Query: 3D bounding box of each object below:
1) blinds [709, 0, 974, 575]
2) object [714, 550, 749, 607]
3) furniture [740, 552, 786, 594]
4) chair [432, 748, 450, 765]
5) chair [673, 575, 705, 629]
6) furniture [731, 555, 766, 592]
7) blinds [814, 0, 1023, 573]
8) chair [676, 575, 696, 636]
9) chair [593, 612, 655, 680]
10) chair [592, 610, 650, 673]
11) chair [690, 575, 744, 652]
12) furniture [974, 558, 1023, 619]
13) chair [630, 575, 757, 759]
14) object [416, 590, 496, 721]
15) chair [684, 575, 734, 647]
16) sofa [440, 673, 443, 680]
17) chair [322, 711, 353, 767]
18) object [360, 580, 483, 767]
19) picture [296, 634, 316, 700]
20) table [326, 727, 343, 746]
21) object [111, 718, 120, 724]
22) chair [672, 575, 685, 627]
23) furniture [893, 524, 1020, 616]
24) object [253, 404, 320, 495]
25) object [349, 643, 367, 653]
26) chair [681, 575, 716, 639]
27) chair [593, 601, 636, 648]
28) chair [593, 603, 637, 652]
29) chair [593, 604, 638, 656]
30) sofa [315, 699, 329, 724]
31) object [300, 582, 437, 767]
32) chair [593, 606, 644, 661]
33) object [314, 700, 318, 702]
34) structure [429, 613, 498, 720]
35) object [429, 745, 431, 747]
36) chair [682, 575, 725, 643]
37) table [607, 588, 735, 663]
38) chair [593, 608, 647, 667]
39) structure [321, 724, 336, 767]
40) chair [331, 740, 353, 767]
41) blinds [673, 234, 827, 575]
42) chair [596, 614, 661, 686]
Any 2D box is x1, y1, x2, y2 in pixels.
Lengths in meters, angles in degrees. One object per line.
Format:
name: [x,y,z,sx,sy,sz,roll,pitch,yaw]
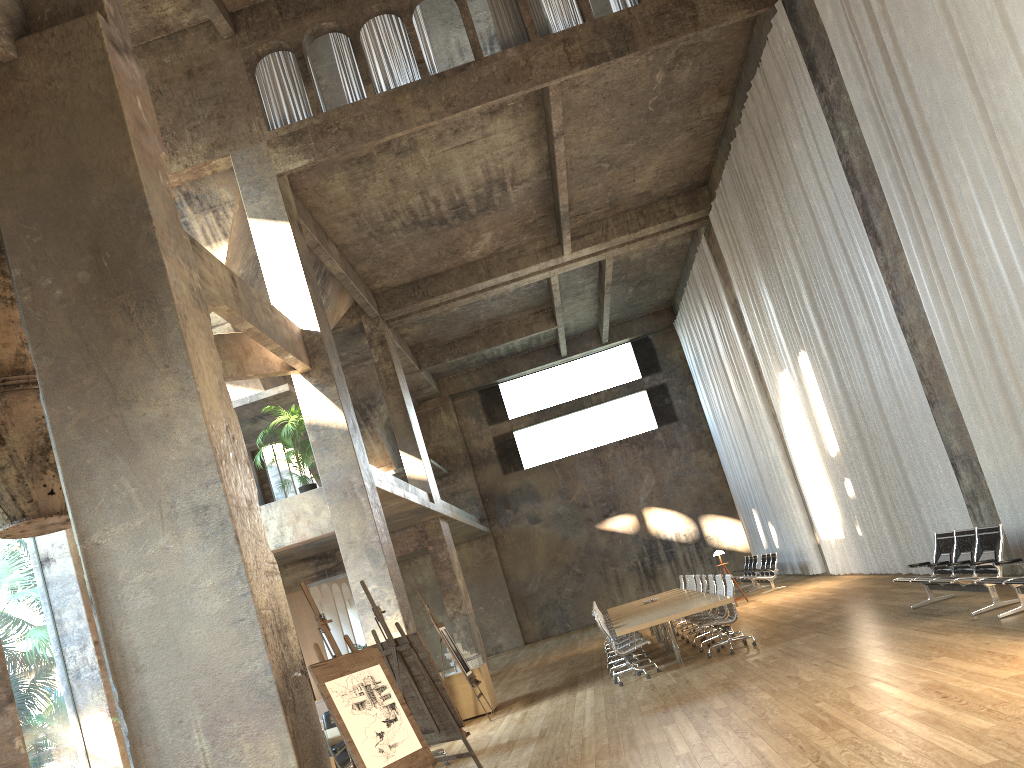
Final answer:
blinds: [5.434,-0.682,15.997,0.276,8.498,7.953,-17,-9,2]
object: [4.723,4.372,19.678,0.585,1.276,0.653,-22,-9,35]
furniture: [6.030,4.612,21.336,0.709,0.826,1.904,-17,-12,2]
chair: [-1.086,3.980,10.092,0.820,0.878,0.744,-17,-9,-1]
chair: [3.397,4.412,17.663,0.705,1.008,0.671,-19,-8,11]
furniture: [6.248,5.127,23.707,0.709,0.826,1.904,-17,-12,2]
blinds: [4.645,-2.549,7.414,0.276,8.498,7.953,-17,-9,2]
chair: [3.318,4.227,16.813,0.700,1.008,0.676,-17,-8,2]
chair: [1.659,3.850,13.226,0.705,1.008,0.671,-19,-8,11]
chair: [1.729,4.037,14.077,0.700,1.008,0.676,-17,-8,2]
chair: [3.000,3.439,13.207,0.702,1.008,0.674,-18,-8,6]
furniture: [4.841,1.656,7.815,0.709,0.826,1.904,-17,-12,2]
chair: [0.213,4.117,12.505,12.974,1.014,32.058,-17,-13,2]
object: [-0.889,3.998,12.973,0.686,2.111,0.711,-17,-7,1]
chair: [3.082,3.638,14.119,0.703,1.008,0.673,-18,-8,8]
sofa: [-2.808,7.389,21.512,2.072,0.709,1.089,-17,-11,3]
chair: [-2.023,4.458,10.885,0.728,0.877,0.838,-16,-10,-4]
object: [-0.911,2.761,7.901,0.718,2.111,0.679,-22,-8,34]
picture: [-5.129,6.817,20.865,0.069,1.741,1.527,-17,-9,1]
table: [-2.540,4.543,10.192,2.415,0.688,1.123,-18,-11,3]
object: [-5.415,4.916,12.802,0.685,0.924,0.879,-16,-10,-7]
chair: [3.448,4.608,18.523,0.703,1.008,0.673,-18,-8,8]
furniture: [5.059,2.171,10.187,0.709,0.826,1.904,-17,-12,2]
object: [-3.456,1.038,14.421,1.411,1.779,1.372,-18,-9,8]
object: [-3.669,7.430,22.981,1.411,1.782,1.372,-18,-9,8]
chair: [3.244,4.022,15.886,0.703,1.008,0.673,-18,-8,8]
chair: [2.152,5.024,18.623,0.703,1.008,0.673,-18,-8,8]
chair: [2.063,4.820,17.681,0.702,1.008,0.674,-18,-8,6]
chair: [1.981,4.621,16.769,0.703,1.008,0.673,-18,-8,8]
sofa: [-3.191,6.480,17.338,2.068,0.709,2.980,-17,-13,2]
object: [-0.982,2.321,6.019,0.699,2.111,0.698,-21,-8,28]
chair: [1.902,4.426,15.877,0.705,1.008,0.671,-19,-8,11]
object: [-4.579,7.799,20.807,0.173,0.620,0.243,-16,-7,-9]
structure: [-0.749,4.452,13.831,0.596,1.522,0.754,-17,-8,2]
object: [-1.515,4.420,12.182,0.572,1.276,0.668,-17,-8,2]
chair: [3.161,3.833,15.011,0.705,1.008,0.671,-19,-8,11]
table: [2.598,4.226,15.359,1.603,0.745,7.850,-17,-13,1]
chair: [1.819,4.237,15.002,0.703,1.008,0.673,-18,-8,8]
structure: [-1.870,3.449,7.221,0.745,0.998,0.747,-17,-9,2]
chair: [-2.061,4.107,9.407,0.735,0.877,0.831,-18,-10,9]
blinds: [6.225,1.190,24.607,0.275,8.498,7.964,-17,-9,0]
chair: [1.614,3.652,12.365,0.703,1.008,0.673,-18,-8,8]
